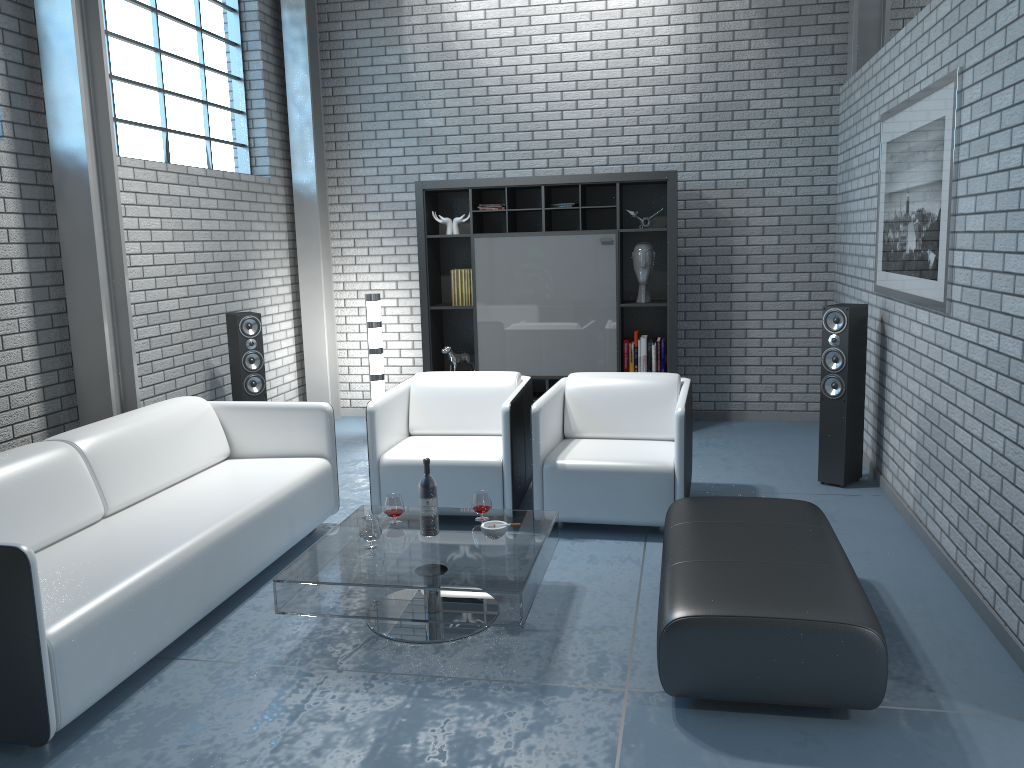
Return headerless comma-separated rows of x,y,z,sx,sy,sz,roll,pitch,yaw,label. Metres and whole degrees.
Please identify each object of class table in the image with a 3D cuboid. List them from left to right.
-0.319,0.770,3.521,0.900,0.300,0.900,0,9,11,table

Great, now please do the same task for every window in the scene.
-2.315,-2.175,5.790,0.100,1.500,2.200,0,9,11,window

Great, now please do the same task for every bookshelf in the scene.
0.282,-0.596,6.779,1.930,1.920,0.419,0,9,11,bookshelf

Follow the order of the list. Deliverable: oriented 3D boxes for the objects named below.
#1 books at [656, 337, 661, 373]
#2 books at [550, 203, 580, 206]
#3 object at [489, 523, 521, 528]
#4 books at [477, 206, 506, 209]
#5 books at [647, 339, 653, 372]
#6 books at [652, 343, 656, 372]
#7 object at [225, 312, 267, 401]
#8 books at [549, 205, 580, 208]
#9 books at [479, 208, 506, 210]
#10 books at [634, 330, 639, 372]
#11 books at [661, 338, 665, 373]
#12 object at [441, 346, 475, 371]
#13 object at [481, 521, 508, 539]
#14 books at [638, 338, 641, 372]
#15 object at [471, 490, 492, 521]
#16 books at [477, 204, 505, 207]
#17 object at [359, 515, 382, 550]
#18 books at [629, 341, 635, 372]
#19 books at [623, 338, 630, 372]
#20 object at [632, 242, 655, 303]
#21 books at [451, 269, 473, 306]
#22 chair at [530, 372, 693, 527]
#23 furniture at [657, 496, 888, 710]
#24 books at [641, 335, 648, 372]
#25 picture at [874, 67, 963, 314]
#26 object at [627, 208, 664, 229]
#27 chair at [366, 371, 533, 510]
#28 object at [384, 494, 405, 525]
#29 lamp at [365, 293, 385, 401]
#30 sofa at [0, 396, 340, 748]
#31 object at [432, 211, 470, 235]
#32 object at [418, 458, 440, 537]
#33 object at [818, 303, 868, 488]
1.095,-0.205,6.630,0.038,0.270,0.155,0,9,11,books
0.397,-1.332,6.597,0.190,0.015,0.135,2,10,22,books
-0.028,0.574,3.507,0.128,0.052,0.024,-1,9,5,object
-0.151,-1.332,6.692,0.190,0.015,0.135,1,10,15,books
1.034,-0.199,6.649,0.038,0.256,0.144,0,9,11,books
1.065,-0.184,6.640,0.026,0.229,0.155,0,9,11,books
-1.733,0.056,5.852,0.159,1.045,0.254,-8,11,-33,object
0.393,-1.316,6.590,0.190,0.015,0.135,4,11,32,books
-0.143,-1.317,6.690,0.190,0.015,0.135,-1,9,5,books
0.936,-0.234,6.656,0.026,0.329,0.155,0,9,11,books
1.127,-0.201,6.625,0.027,0.263,0.155,0,9,11,books
-0.423,-0.194,6.959,0.285,0.229,0.095,-8,11,-33,object
-0.070,0.584,3.512,0.108,0.056,0.108,0,9,7,object
0.960,-0.205,6.658,0.020,0.270,0.153,0,9,11,books
-0.129,0.515,3.753,0.089,0.120,0.089,-6,10,-23,object
-0.160,-1.347,6.694,0.190,0.015,0.135,-3,9,-9,books
-0.550,0.576,3.447,0.089,0.120,0.089,-6,10,-23,object
0.904,-0.191,6.661,0.038,0.244,0.171,0,9,11,books
0.863,-0.205,6.675,0.049,0.270,0.155,0,9,11,books
0.978,-0.829,6.593,0.156,0.443,0.156,-8,11,-35,object
-0.363,-0.748,6.849,0.167,0.275,0.195,0,9,11,books
0.568,0.314,4.769,0.767,0.661,0.919,1,9,13,chair
0.898,0.723,3.282,0.685,0.301,1.291,0,9,11,furniture
0.991,-0.213,6.645,0.046,0.288,0.164,0,9,11,books
1.993,-0.919,4.436,0.020,1.015,1.490,0,9,11,picture
0.979,-1.217,6.525,0.322,0.147,0.072,-5,10,-17,object
-0.305,0.305,4.977,0.767,0.661,0.919,0,9,9,chair
-0.496,0.528,3.735,0.089,0.120,0.089,-6,10,-23,object
-1.027,-0.132,6.713,0.140,1.100,0.098,-6,10,-26,lamp
-1.582,0.552,3.681,0.919,0.661,2.238,0,9,11,sofa
-0.453,-1.230,6.764,0.308,0.180,0.106,-1,9,1,object
-0.337,0.453,3.560,0.079,0.316,0.079,7,13,43,object
1.918,0.065,5.150,0.254,1.045,0.159,-10,13,-43,object
